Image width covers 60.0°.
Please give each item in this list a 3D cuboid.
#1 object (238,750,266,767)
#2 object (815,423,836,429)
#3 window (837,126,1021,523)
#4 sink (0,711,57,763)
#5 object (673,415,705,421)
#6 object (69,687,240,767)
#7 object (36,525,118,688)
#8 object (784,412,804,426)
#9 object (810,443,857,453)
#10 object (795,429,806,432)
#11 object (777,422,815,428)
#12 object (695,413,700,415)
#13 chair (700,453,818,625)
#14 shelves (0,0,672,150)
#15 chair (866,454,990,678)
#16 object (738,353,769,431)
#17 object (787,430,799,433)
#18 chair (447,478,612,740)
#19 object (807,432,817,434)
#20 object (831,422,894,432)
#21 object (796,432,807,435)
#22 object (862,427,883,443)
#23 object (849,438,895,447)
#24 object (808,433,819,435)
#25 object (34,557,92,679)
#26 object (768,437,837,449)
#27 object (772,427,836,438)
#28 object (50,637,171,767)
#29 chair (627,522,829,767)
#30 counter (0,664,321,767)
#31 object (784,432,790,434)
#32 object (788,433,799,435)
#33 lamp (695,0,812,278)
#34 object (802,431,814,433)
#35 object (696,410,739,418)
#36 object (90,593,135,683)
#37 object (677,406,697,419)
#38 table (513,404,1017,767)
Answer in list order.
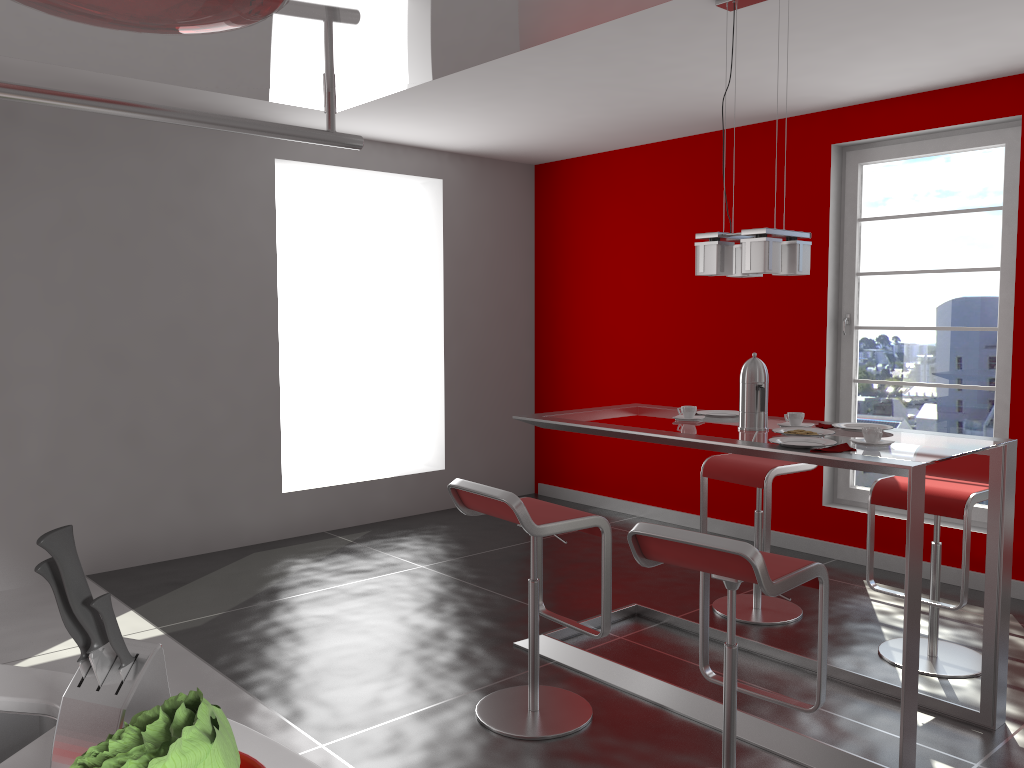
[{"bbox_3d":[-0.328,0.430,0.787,0.229,0.118,0.228,1,5,20],"label":"object"},{"bbox_3d":[1.210,0.157,3.398,0.234,0.012,0.095,-4,6,-43],"label":"object"},{"bbox_3d":[2.254,-0.305,4.873,0.117,2.038,0.938,-4,6,-41],"label":"window"},{"bbox_3d":[-0.790,0.573,1.088,0.326,0.172,0.428,1,4,9],"label":"sink"},{"bbox_3d":[0.721,0.140,3.614,0.119,0.016,0.119,2,5,28],"label":"object"},{"bbox_3d":[-0.336,0.376,0.790,0.193,0.182,0.198,-3,5,-36],"label":"object"},{"bbox_3d":[-0.451,0.306,0.977,0.014,0.322,0.150,1,5,19],"label":"object"},{"bbox_3d":[1.077,0.134,3.374,0.062,0.049,0.078,0,4,-2],"label":"object"},{"bbox_3d":[1.038,0.204,2.798,0.234,0.012,0.095,-4,6,-41],"label":"object"},{"bbox_3d":[1.034,0.168,3.188,0.036,0.006,0.034,-3,5,-29],"label":"object"},{"bbox_3d":[1.077,0.159,3.368,0.119,0.016,0.119,-4,6,-44],"label":"object"},{"bbox_3d":[0.797,0.123,3.854,0.234,0.012,0.095,-4,6,-43],"label":"object"},{"bbox_3d":[1.204,0.668,4.279,0.460,0.857,0.418,-3,5,-34],"label":"chair"},{"bbox_3d":[-0.036,-0.689,0.328,0.462,1.023,0.934,-4,6,-41],"label":"shelves"},{"bbox_3d":[1.767,0.713,3.674,0.460,0.857,0.418,-4,6,-39],"label":"chair"},{"bbox_3d":[0.913,0.027,3.299,0.113,0.287,0.149,-3,5,-33],"label":"object"},{"bbox_3d":[1.004,0.170,3.160,0.034,0.006,0.036,-2,5,-18],"label":"object"},{"bbox_3d":[0.061,0.758,3.152,0.460,0.857,0.418,-3,6,-37],"label":"chair"},{"bbox_3d":[1.069,0.175,3.163,0.036,0.006,0.034,2,5,27],"label":"object"},{"bbox_3d":[1.300,0.163,3.292,0.217,0.015,0.217,2,5,24],"label":"object"},{"bbox_3d":[1.018,0.173,3.121,0.034,0.006,0.036,3,6,37],"label":"object"},{"bbox_3d":[1.190,0.170,2.914,0.062,0.049,0.078,-4,6,-42],"label":"object"},{"bbox_3d":[1.185,0.193,2.922,0.119,0.016,0.119,-2,5,-22],"label":"object"},{"bbox_3d":[1.060,0.179,3.122,0.036,0.006,0.034,3,5,32],"label":"object"},{"bbox_3d":[-0.474,0.321,0.996,0.012,0.279,0.130,1,5,19],"label":"object"},{"bbox_3d":[0.951,0.194,2.904,0.217,0.015,0.217,-1,4,-5],"label":"object"},{"bbox_3d":[1.035,0.175,3.152,0.217,0.015,0.217,0,4,-4],"label":"object"},{"bbox_3d":[-0.440,0.380,1.008,0.091,0.178,0.137,2,5,21],"label":"object"},{"bbox_3d":[0.612,0.805,2.525,0.418,0.857,0.460,4,6,44],"label":"chair"},{"bbox_3d":[-0.890,0.948,0.569,2.865,0.880,1.868,-1,4,-8],"label":"counter"},{"bbox_3d":[0.996,0.174,3.178,0.036,0.006,0.034,-2,5,-20],"label":"object"},{"bbox_3d":[0.991,0.178,3.133,0.034,0.006,0.036,-4,6,-42],"label":"object"},{"bbox_3d":[0.898,-0.918,3.276,0.304,1.025,0.304,-4,6,-41],"label":"lamp"},{"bbox_3d":[1.049,0.171,3.149,0.034,0.006,0.036,0,4,-4],"label":"object"},{"bbox_3d":[0.886,0.129,3.748,0.217,0.015,0.217,-2,5,-18],"label":"object"},{"bbox_3d":[-0.423,0.320,0.976,0.009,0.197,0.091,1,5,19],"label":"object"},{"bbox_3d":[0.718,0.116,3.619,0.062,0.049,0.078,-2,5,-19],"label":"object"},{"bbox_3d":[0.866,0.662,3.440,0.800,1.000,1.700,-4,6,-41],"label":"table"}]
